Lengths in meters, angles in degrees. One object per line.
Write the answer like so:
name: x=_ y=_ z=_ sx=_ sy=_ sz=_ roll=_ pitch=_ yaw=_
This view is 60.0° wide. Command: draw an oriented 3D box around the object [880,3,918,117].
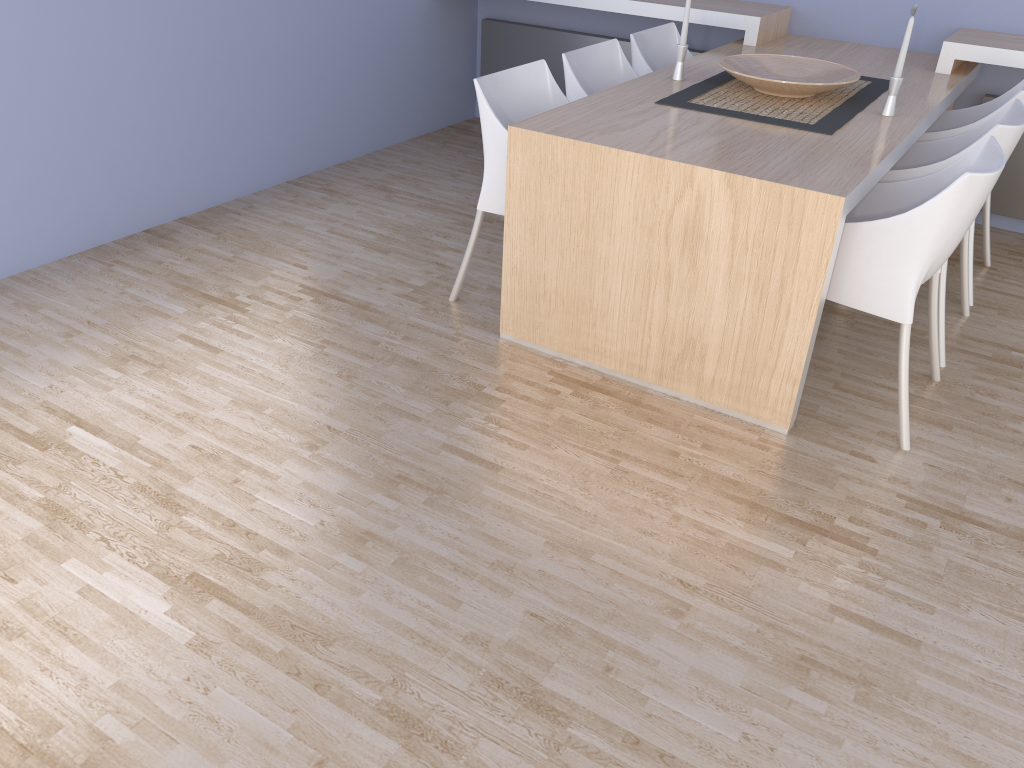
object: x=1.269 y=-1.054 z=2.891 sx=0.045 sy=0.349 sz=0.045 roll=20 pitch=35 yaw=26

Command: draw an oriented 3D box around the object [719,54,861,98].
object: x=0.989 y=-1.098 z=3.194 sx=0.493 sy=0.081 sz=0.493 roll=-21 pitch=38 yaw=-34

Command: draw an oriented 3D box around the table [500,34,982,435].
table: x=1.023 y=-0.798 z=3.481 sx=1.002 sy=0.718 sz=2.340 roll=20 pitch=35 yaw=26

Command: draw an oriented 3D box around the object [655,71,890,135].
object: x=0.989 y=-1.060 z=3.213 sx=0.594 sy=0.005 sz=0.986 roll=20 pitch=35 yaw=26

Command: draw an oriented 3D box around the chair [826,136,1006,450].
chair: x=1.087 y=-0.326 z=2.630 sx=0.486 sy=0.793 sz=0.510 roll=20 pitch=35 yaw=26

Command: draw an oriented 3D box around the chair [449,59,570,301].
chair: x=0.120 y=-0.679 z=3.136 sx=0.486 sy=0.793 sz=0.510 roll=20 pitch=35 yaw=26

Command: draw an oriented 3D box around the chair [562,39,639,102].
chair: x=0.428 y=-0.918 z=3.558 sx=0.486 sy=0.793 sz=0.510 roll=20 pitch=35 yaw=26

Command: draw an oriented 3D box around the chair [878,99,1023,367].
chair: x=1.406 y=-0.573 z=3.068 sx=0.486 sy=0.793 sz=0.510 roll=21 pitch=35 yaw=27

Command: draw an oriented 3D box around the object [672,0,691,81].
object: x=0.629 y=-1.288 z=3.226 sx=0.045 sy=0.349 sz=0.045 roll=-6 pitch=32 yaw=-15

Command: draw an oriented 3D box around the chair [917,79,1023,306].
chair: x=1.721 y=-0.817 z=3.499 sx=0.486 sy=0.793 sz=0.510 roll=20 pitch=35 yaw=26

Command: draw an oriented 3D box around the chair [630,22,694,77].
chair: x=0.736 y=-1.156 z=3.980 sx=0.486 sy=0.793 sz=0.510 roll=20 pitch=35 yaw=26

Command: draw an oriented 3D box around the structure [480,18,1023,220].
structure: x=1.450 y=-1.306 z=4.408 sx=3.843 sy=0.503 sz=0.064 roll=20 pitch=35 yaw=26

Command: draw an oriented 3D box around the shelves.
shelves: x=1.301 y=-1.324 z=4.261 sx=3.901 sy=0.840 sz=0.463 roll=20 pitch=35 yaw=26
